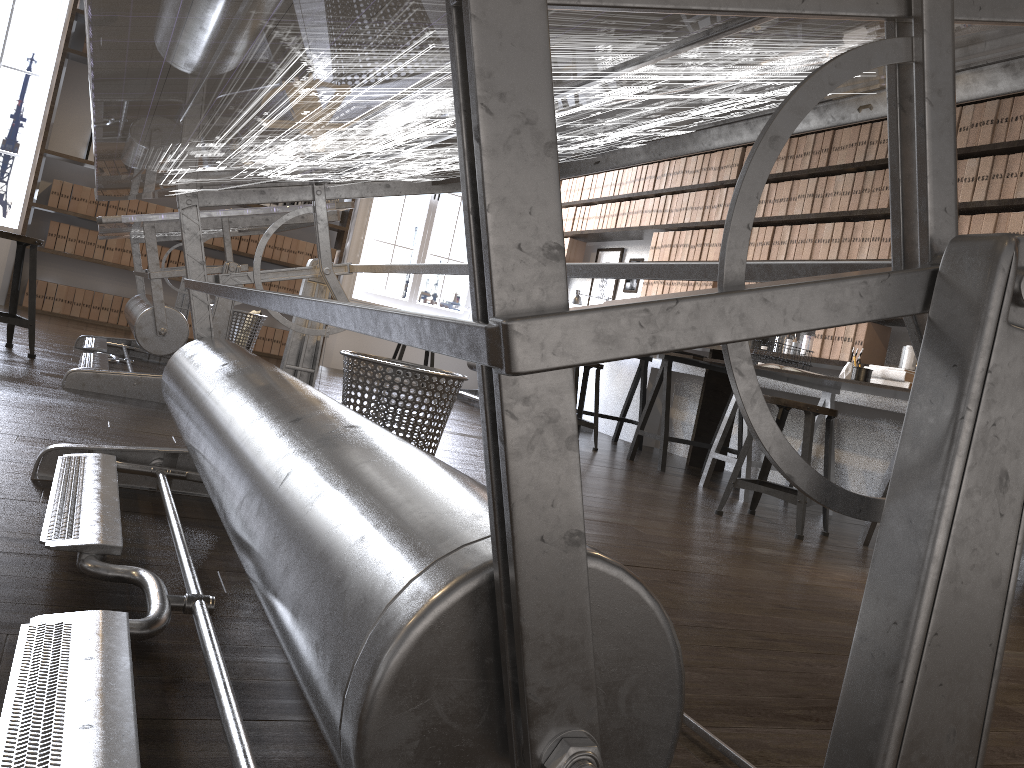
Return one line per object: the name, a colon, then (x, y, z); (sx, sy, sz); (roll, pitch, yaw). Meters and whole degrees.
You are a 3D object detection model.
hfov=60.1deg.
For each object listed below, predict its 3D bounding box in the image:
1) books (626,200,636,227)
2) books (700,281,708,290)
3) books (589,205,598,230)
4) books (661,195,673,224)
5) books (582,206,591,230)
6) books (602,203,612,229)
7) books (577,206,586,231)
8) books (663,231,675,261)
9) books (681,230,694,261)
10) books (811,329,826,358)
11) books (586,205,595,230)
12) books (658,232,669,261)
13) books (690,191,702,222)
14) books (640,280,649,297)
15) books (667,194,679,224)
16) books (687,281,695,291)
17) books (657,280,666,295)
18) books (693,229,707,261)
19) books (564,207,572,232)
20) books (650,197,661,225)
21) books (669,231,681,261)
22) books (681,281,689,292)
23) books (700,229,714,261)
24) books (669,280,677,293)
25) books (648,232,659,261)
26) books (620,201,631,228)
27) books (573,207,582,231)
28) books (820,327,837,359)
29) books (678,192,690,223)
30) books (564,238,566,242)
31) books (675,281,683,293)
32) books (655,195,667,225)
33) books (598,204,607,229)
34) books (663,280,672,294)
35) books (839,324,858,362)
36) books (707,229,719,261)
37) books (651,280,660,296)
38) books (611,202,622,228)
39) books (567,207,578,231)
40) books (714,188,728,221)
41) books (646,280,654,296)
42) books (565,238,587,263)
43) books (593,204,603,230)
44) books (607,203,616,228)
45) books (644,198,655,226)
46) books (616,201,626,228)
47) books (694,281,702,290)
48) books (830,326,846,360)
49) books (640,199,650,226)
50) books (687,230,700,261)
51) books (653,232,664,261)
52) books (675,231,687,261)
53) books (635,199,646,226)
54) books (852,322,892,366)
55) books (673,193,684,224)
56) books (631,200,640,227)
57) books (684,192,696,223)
books: (0.999, -1.305, 6.937); (0.173, 0.226, 0.067); (12, -1, -25)
books: (1.351, -0.643, 5.925); (0.174, 0.226, 0.067); (12, -1, -25)
books: (0.759, -1.374, 7.447); (0.173, 0.226, 0.067); (12, -1, -25)
books: (1.204, -1.254, 6.492); (0.173, 0.226, 0.067); (12, -1, -25)
books: (0.702, -1.390, 7.574); (0.174, 0.226, 0.067); (12, -1, -25)
books: (0.848, -1.349, 7.259); (0.174, 0.226, 0.067); (12, -1, -25)
books: (0.670, -1.399, 7.636); (0.174, 0.226, 0.067); (12, -1, -25)
books: (1.196, -0.968, 6.371); (0.174, 0.226, 0.067); (12, -1, -25)
books: (1.286, -0.942, 6.182); (0.173, 0.226, 0.067); (12, -1, -25)
books: (1.760, -0.240, 4.899); (0.174, 0.226, 0.067); (12, -1, -25)
books: (0.733, -1.382, 7.512); (0.173, 0.226, 0.067); (12, -1, -25)
books: (1.172, -0.975, 6.433); (0.174, 0.226, 0.067); (12, -1, -25)
books: (1.351, -1.212, 6.180); (0.174, 0.226, 0.067); (12, -1, -25)
books: (1.057, -0.726, 6.542); (0.174, 0.226, 0.067); (12, -1, -25)
books: (1.237, -1.245, 6.430); (0.173, 0.226, 0.067); (12, -1, -25)
books: (1.291, -0.659, 6.038); (0.174, 0.226, 0.067); (12, -1, -25)
books: (1.143, -0.702, 6.360); (0.174, 0.226, 0.067); (12, -1, -25)
books: (1.346, -0.925, 6.050); (0.174, 0.226, 0.067); (12, -1, -25)
books: (0.575, -1.434, 7.849); (0.174, 0.226, 0.067); (12, -1, -25)
books: (1.138, -1.265, 6.627); (0.174, 0.226, 0.067); (12, -1, -25)
books: (1.230, -0.959, 6.312); (0.174, 0.226, 0.067); (12, -1, -25)
books: (1.261, -0.668, 6.104); (0.174, 0.226, 0.067); (12, -1, -25)
books: (1.382, -0.915, 5.985); (0.174, 0.226, 0.067); (12, -1, -25)
books: (1.207, -0.684, 6.235); (0.173, 0.226, 0.067); (12, -1, -25)
books: (1.112, -0.992, 6.554); (0.174, 0.226, 0.067); (12, -1, -25)
books: (0.966, -1.315, 7.000); (0.173, 0.226, 0.067); (12, -1, -25)
books: (0.637, -1.409, 7.711); (0.174, 0.226, 0.067); (12, -1, -25)
books: (1.794, -0.231, 4.840); (0.174, 0.226, 0.067); (12, -1, -25)
books: (1.291, -1.229, 6.301); (0.174, 0.226, 0.067); (12, -1, -25)
books: (0.516, -1.163, 7.852); (0.173, 0.226, 0.067); (12, -1, -25)
books: (1.233, -0.676, 6.171); (0.173, 0.226, 0.067); (12, -1, -25)
books: (1.171, -1.263, 6.556); (0.174, 0.226, 0.067); (12, -1, -25)
books: (0.817, -1.357, 7.314); (0.174, 0.226, 0.067); (12, -1, -25)
books: (1.176, -0.693, 6.298); (0.174, 0.226, 0.067); (12, -1, -25)
books: (1.850, -0.215, 4.710); (0.173, 0.226, 0.067); (12, -1, -25)
books: (1.412, -0.906, 5.915); (0.174, 0.226, 0.067); (12, -1, -25)
books: (1.114, -0.710, 6.426); (0.174, 0.226, 0.067); (12, -1, -25)
books: (0.903, -1.332, 7.131); (0.174, 0.226, 0.067); (12, -1, -25)
books: (0.598, -1.427, 7.790); (0.174, 0.226, 0.067); (12, -1, -25)
books: (1.464, -1.179, 5.929); (0.173, 0.226, 0.067); (12, -1, -25)
books: (1.089, -0.718, 6.484); (0.174, 0.226, 0.067); (12, -1, -25)
books: (0.544, -1.155, 7.788); (0.174, 0.226, 0.067); (12, -1, -25)
books: (0.787, -1.366, 7.380); (0.174, 0.226, 0.067); (12, -1, -25)
books: (0.877, -1.340, 7.201); (0.174, 0.226, 0.067); (12, -1, -25)
books: (1.109, -1.274, 6.694); (0.174, 0.226, 0.067); (12, -1, -25)
books: (0.940, -1.322, 7.066); (0.174, 0.226, 0.067); (12, -1, -25)
books: (1.321, -0.651, 5.983); (0.174, 0.226, 0.067); (12, -1, -25)
books: (1.824, -0.223, 4.776); (0.173, 0.226, 0.067); (12, -1, -25)
books: (1.084, -1.281, 6.751); (0.174, 0.226, 0.067); (12, -1, -25)
books: (1.320, -0.933, 6.120); (0.174, 0.226, 0.067); (12, -1, -25)
books: (1.145, -0.983, 6.489); (0.174, 0.226, 0.067); (12, -1, -25)
books: (1.260, -0.950, 6.248); (0.173, 0.226, 0.067); (12, -1, -25)
books: (1.052, -1.290, 6.810); (0.174, 0.226, 0.067); (12, -1, -25)
books: (1.884, -0.206, 4.648); (0.174, 0.226, 0.067); (12, -1, -25)
books: (1.265, -1.237, 6.366); (0.174, 0.226, 0.067); (12, -1, -25)
books: (1.029, -1.297, 6.873); (0.174, 0.226, 0.067); (12, -1, -25)
books: (1.323, -1.220, 6.237); (0.174, 0.226, 0.067); (12, -1, -25)
